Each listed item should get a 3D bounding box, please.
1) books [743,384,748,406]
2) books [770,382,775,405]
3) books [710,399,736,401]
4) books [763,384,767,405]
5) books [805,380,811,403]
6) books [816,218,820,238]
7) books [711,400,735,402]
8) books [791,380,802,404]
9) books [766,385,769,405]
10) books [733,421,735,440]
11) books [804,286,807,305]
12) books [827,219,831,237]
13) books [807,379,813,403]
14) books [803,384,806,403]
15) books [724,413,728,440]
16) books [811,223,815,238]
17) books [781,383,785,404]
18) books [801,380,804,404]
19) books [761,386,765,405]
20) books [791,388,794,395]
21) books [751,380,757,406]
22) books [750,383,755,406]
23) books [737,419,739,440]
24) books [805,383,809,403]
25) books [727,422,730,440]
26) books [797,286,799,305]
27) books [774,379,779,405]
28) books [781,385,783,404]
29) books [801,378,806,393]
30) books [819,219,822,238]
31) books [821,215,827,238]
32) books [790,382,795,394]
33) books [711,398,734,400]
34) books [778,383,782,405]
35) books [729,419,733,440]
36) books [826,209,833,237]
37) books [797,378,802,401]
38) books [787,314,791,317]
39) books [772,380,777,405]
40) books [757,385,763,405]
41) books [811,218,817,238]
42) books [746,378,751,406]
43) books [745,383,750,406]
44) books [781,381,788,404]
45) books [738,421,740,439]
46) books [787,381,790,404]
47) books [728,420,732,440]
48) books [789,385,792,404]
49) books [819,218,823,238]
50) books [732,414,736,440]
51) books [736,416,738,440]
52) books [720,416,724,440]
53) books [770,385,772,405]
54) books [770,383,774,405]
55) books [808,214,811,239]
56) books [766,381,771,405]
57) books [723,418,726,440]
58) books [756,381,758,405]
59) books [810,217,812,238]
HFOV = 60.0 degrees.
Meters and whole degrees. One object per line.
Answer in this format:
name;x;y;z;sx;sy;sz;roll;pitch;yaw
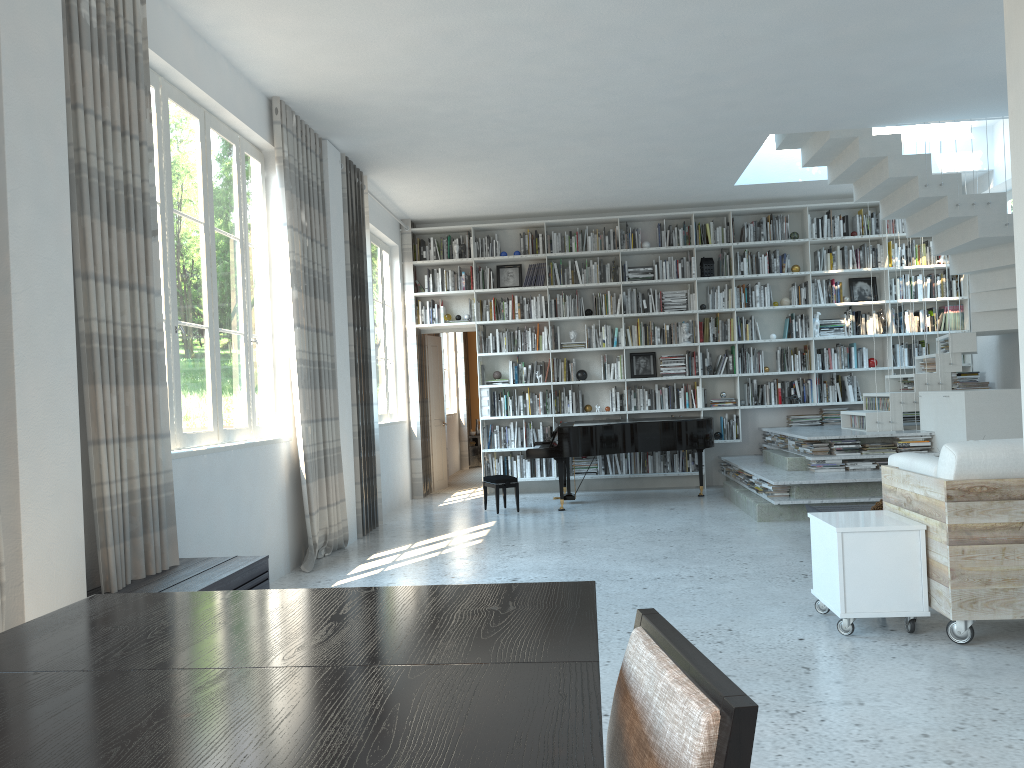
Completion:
books;2.672;0.123;10.144;0.012;0.254;0.161;-3;0;5
books;2.978;0.106;10.140;0.016;0.261;0.098;-3;0;5
books;2.403;0.182;10.113;0.285;0.012;0.159;-3;-1;9
books;2.880;0.123;10.133;0.029;0.234;0.142;-3;0;5
books;3.366;0.089;10.077;0.026;0.258;0.156;-3;0;5
books;3.450;-1.744;10.062;0.026;0.242;0.184;-3;0;5
books;2.402;0.194;10.104;0.254;0.012;0.161;-3;-1;5
books;3.234;0.091;10.089;0.070;0.266;0.186;-3;0;5
books;2.907;0.125;10.127;0.024;0.228;0.159;-3;0;5
books;2.501;0.523;10.050;0.011;0.212;0.178;-3;0;5
books;3.325;-0.993;10.092;0.013;0.221;0.155;-3;0;5
books;3.579;-1.745;10.061;0.030;0.231;0.148;-3;0;5
books;3.391;0.081;10.075;0.025;0.272;0.171;-3;0;5
books;3.310;0.111;10.080;0.013;0.220;0.168;-3;0;5
books;2.429;0.483;10.083;0.032;0.300;0.149;-3;0;5
books;3.402;-1.713;10.059;0.022;0.182;0.190;-3;-1;5
books;3.084;0.110;10.119;0.021;0.242;0.131;-3;0;5
books;3.293;0.089;10.094;0.021;0.264;0.150;-3;0;5
books;2.860;0.133;10.125;0.011;0.217;0.175;-3;0;5
books;3.180;0.136;10.097;0.025;0.181;0.169;-3;0;5
books;2.761;0.098;10.117;0.030;0.294;0.188;-3;0;5
books;2.736;0.118;10.120;0.023;0.256;0.178;-3;0;5
books;2.549;0.511;10.060;0.013;0.233;0.149;-3;0;5
books;3.341;0.105;10.073;0.025;0.228;0.175;-3;0;5
books;2.454;0.531;10.079;0.013;0.202;0.139;-3;0;5
books;3.245;-0.993;10.116;0.011;0.227;0.131;-3;0;5
books;3.009;0.088;10.102;0.012;0.293;0.175;-3;0;5
books;3.061;0.113;10.114;0.025;0.238;0.156;-3;0;5
books;3.324;0.079;10.105;0.012;0.282;0.143;-3;0;5
books;3.477;-1.740;10.068;0.024;0.231;0.168;-3;0;5
books;3.539;-1.766;10.063;0.048;0.278;0.150;-3;0;5
books;3.197;0.101;10.098;0.012;0.249;0.164;-3;0;5
books;2.401;0.170;10.106;0.254;0.012;0.161;-3;-1;14
books;3.032;0.111;10.102;0.031;0.244;0.184;-3;0;5
books;2.491;0.517;10.068;0.012;0.225;0.149;-3;0;5
books;3.598;-1.796;10.049;0.014;0.332;0.180;-3;0;5
books;3.276;0.075;10.095;0.013;0.294;0.134;-3;0;5
books;3.170;-0.652;10.114;0.016;0.290;0.135;-3;0;5
books;2.999;0.092;10.124;0.012;0.285;0.159;-3;0;5
books;2.822;0.127;10.127;0.065;0.231;0.162;-3;0;5
books;3.425;-1.748;10.069;0.025;0.250;0.178;-3;0;5
books;2.704;0.090;10.122;0.010;0.316;0.187;-3;0;5
books;2.688;0.117;10.123;0.023;0.262;0.186;-3;0;5
books;3.105;0.099;10.101;0.026;0.262;0.173;-3;0;5
books;2.564;0.524;10.072;0.012;0.206;0.160;-3;0;5
books;3.131;0.097;10.106;0.026;0.263;0.169;-3;0;5
books;2.471;0.518;10.053;0.026;0.225;0.175;-3;0;5
books;3.157;0.122;10.105;0.022;0.211;0.135;-3;0;5
books;3.503;-1.750;10.083;0.027;0.249;0.140;-3;0;5
books;2.516;0.486;10.056;0.021;0.285;0.172;-3;0;5
books;2.536;0.493;10.076;0.015;0.271;0.157;-3;0;5
books;2.384;0.503;10.076;0.005;0.264;0.162;-3;0;5
books;2.939;0.127;10.127;0.012;0.221;0.153;-3;0;5
books;2.955;0.110;10.110;0.025;0.252;0.181;-3;0;5
books;3.362;-1.767;10.082;0.028;0.294;0.150;-3;0;5
books;2.924;0.104;10.123;0.014;0.268;0.171;-3;0;5
books;2.405;0.511;10.066;0.014;0.246;0.176;-3;0;5
books;2.782;0.106;10.125;0.010;0.277;0.174;-3;0;5
books;3.384;-1.752;10.089;0.014;0.264;0.140;-3;0;5
